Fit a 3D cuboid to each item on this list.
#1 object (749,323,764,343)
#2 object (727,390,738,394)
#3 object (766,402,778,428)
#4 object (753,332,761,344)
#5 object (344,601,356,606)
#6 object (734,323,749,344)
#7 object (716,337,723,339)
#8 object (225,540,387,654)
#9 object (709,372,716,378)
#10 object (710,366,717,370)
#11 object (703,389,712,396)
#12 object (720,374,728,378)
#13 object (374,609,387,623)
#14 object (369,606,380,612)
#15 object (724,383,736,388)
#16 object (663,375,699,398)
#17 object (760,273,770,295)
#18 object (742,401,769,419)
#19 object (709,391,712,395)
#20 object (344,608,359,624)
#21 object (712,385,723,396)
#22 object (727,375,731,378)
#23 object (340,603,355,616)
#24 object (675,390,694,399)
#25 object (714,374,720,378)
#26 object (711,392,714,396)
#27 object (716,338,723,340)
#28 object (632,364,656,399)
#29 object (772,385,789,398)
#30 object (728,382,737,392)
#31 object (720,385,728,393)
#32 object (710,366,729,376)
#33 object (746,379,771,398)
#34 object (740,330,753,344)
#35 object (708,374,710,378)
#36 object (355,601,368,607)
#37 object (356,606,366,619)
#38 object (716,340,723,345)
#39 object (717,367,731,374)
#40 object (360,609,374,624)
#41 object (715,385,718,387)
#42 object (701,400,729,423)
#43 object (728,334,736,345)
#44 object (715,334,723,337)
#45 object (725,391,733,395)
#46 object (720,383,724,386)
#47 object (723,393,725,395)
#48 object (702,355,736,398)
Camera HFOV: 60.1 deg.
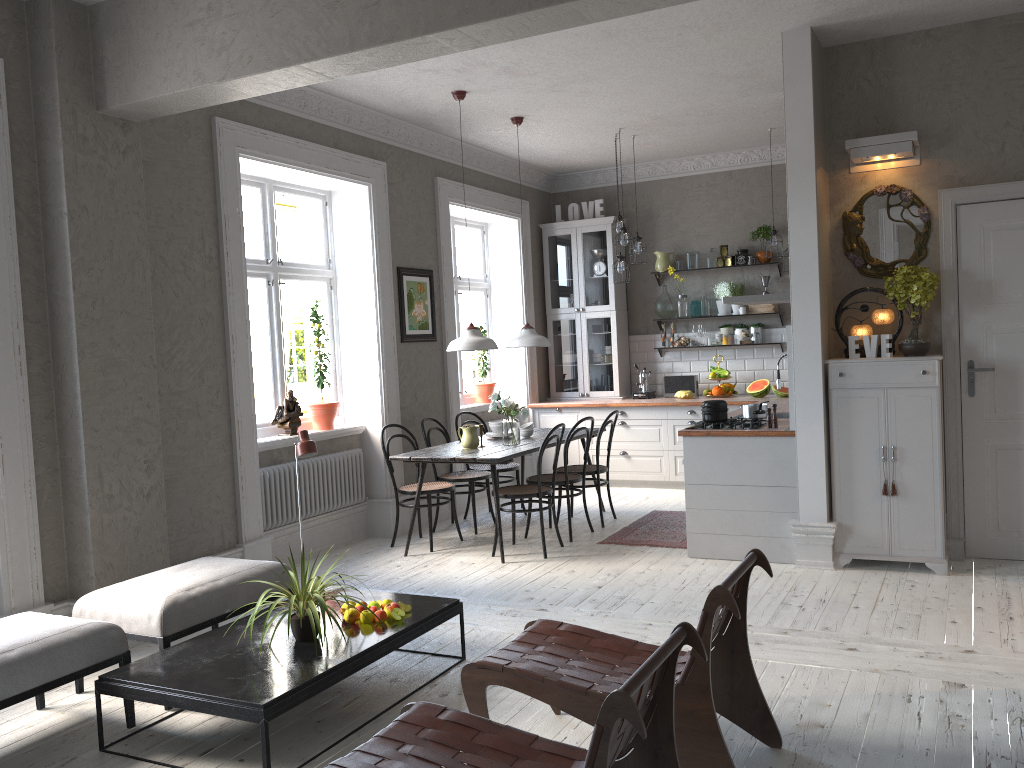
[{"bbox_3d":[2.480,-0.515,8.942,0.156,0.213,0.155,-2,3,24],"label":"object"},{"bbox_3d":[2.193,0.078,8.919,0.055,0.044,0.213,-4,3,-24],"label":"object"},{"bbox_3d":[1.697,0.204,5.781,0.071,0.167,0.036,-2,3,26],"label":"object"},{"bbox_3d":[2.445,-0.459,8.834,0.077,0.108,0.079,-2,3,20],"label":"object"},{"bbox_3d":[-0.748,1.020,4.053,0.068,0.055,0.059,-3,3,-6],"label":"object"},{"bbox_3d":[2.330,-0.512,9.006,0.150,0.214,0.170,-5,3,-33],"label":"object"},{"bbox_3d":[2.100,-0.454,8.970,0.079,0.051,0.075,-5,4,-44],"label":"object"},{"bbox_3d":[-0.840,0.865,3.704,0.716,0.420,0.677,0,4,45],"label":"object"},{"bbox_3d":[2.004,-0.087,8.847,0.080,0.069,0.058,-5,4,-44],"label":"object"},{"bbox_3d":[2.020,-0.154,8.889,0.072,0.058,0.051,-3,3,3],"label":"object"},{"bbox_3d":[1.999,0.084,8.963,0.154,0.072,0.075,-5,3,-34],"label":"object"},{"bbox_3d":[2.114,-0.068,8.851,0.075,0.062,0.100,-3,3,0],"label":"object"},{"bbox_3d":[-0.575,1.018,3.880,0.057,0.058,0.056,-5,3,-38],"label":"object"},{"bbox_3d":[-0.612,1.017,3.943,0.056,0.058,0.059,-2,3,18],"label":"object"},{"bbox_3d":[2.182,0.016,8.873,0.125,0.056,0.060,-2,3,19],"label":"object"},{"bbox_3d":[1.735,0.025,9.107,0.345,0.226,0.089,-2,3,26],"label":"object"},{"bbox_3d":[2.528,-0.958,8.832,0.129,0.288,0.132,-2,3,12],"label":"object"},{"bbox_3d":[1.725,0.173,6.118,0.178,0.134,0.298,-4,3,-28],"label":"object"},{"bbox_3d":[2.017,0.088,8.914,0.090,0.057,0.084,-4,3,-31],"label":"object"},{"bbox_3d":[-0.707,1.019,3.892,0.069,0.066,0.071,0,3,42],"label":"object"},{"bbox_3d":[2.039,0.066,8.779,0.113,0.111,0.111,-3,3,-6],"label":"object"},{"bbox_3d":[2.164,-0.073,8.860,0.051,0.050,0.050,-1,3,36],"label":"object"},{"bbox_3d":[-0.740,1.017,3.977,0.066,0.066,0.072,-1,3,32],"label":"object"},{"bbox_3d":[1.730,0.107,8.886,0.193,0.083,0.192,-1,3,27],"label":"object"},{"bbox_3d":[2.049,-0.066,8.844,0.062,0.061,0.068,-2,3,27],"label":"object"},{"bbox_3d":[2.038,0.096,8.922,0.069,0.076,0.231,-2,3,10],"label":"object"},{"bbox_3d":[2.101,-0.437,8.971,0.076,0.051,0.078,-2,3,20],"label":"object"},{"bbox_3d":[1.348,-0.032,9.194,0.202,0.370,0.359,-2,3,27],"label":"object"},{"bbox_3d":[2.586,0.067,8.402,0.223,0.127,0.149,-2,3,9],"label":"object"},{"bbox_3d":[2.203,0.022,8.855,0.128,0.120,0.060,-5,3,-40],"label":"object"},{"bbox_3d":[2.109,0.049,8.829,0.089,0.078,0.087,-5,3,-37],"label":"object"},{"bbox_3d":[2.078,-0.134,8.858,0.207,0.101,0.068,-1,3,33],"label":"object"},{"bbox_3d":[2.381,0.047,8.559,0.222,0.174,0.231,-5,3,-41],"label":"object"},{"bbox_3d":[2.356,-0.474,8.897,0.119,0.147,0.100,-3,3,-6],"label":"object"},{"bbox_3d":[2.027,-0.075,8.922,0.095,0.078,0.102,-2,3,14],"label":"object"},{"bbox_3d":[-0.684,1.017,4.023,0.057,0.058,0.059,-2,3,10],"label":"object"},{"bbox_3d":[-0.677,1.020,3.958,0.057,0.056,0.061,-2,3,14],"label":"object"},{"bbox_3d":[2.102,-0.420,8.972,0.076,0.051,0.078,-2,3,20],"label":"object"},{"bbox_3d":[2.135,-0.129,8.907,0.090,0.096,0.177,-5,4,-43],"label":"object"},{"bbox_3d":[-0.637,1.018,3.884,0.063,0.063,0.060,-4,3,-32],"label":"object"},{"bbox_3d":[2.110,0.044,8.966,0.157,0.076,0.077,-5,3,-37],"label":"object"},{"bbox_3d":[1.380,0.186,6.029,0.189,0.147,0.194,-3,3,7],"label":"object"},{"bbox_3d":[2.228,-0.454,8.970,0.077,0.108,0.079,-2,3,20],"label":"object"},{"bbox_3d":[2.099,-0.479,8.969,0.076,0.051,0.078,-2,3,13],"label":"object"},{"bbox_3d":[2.151,0.095,8.802,0.069,0.051,0.089,-4,3,-15],"label":"object"},{"bbox_3d":[2.134,0.033,8.945,0.084,0.093,0.088,-2,3,23],"label":"object"},{"bbox_3d":[2.092,0.102,8.838,0.070,0.065,0.070,-5,4,-42],"label":"object"},{"bbox_3d":[2.080,-0.079,8.890,0.349,0.425,0.355,-2,3,12],"label":"object"}]
